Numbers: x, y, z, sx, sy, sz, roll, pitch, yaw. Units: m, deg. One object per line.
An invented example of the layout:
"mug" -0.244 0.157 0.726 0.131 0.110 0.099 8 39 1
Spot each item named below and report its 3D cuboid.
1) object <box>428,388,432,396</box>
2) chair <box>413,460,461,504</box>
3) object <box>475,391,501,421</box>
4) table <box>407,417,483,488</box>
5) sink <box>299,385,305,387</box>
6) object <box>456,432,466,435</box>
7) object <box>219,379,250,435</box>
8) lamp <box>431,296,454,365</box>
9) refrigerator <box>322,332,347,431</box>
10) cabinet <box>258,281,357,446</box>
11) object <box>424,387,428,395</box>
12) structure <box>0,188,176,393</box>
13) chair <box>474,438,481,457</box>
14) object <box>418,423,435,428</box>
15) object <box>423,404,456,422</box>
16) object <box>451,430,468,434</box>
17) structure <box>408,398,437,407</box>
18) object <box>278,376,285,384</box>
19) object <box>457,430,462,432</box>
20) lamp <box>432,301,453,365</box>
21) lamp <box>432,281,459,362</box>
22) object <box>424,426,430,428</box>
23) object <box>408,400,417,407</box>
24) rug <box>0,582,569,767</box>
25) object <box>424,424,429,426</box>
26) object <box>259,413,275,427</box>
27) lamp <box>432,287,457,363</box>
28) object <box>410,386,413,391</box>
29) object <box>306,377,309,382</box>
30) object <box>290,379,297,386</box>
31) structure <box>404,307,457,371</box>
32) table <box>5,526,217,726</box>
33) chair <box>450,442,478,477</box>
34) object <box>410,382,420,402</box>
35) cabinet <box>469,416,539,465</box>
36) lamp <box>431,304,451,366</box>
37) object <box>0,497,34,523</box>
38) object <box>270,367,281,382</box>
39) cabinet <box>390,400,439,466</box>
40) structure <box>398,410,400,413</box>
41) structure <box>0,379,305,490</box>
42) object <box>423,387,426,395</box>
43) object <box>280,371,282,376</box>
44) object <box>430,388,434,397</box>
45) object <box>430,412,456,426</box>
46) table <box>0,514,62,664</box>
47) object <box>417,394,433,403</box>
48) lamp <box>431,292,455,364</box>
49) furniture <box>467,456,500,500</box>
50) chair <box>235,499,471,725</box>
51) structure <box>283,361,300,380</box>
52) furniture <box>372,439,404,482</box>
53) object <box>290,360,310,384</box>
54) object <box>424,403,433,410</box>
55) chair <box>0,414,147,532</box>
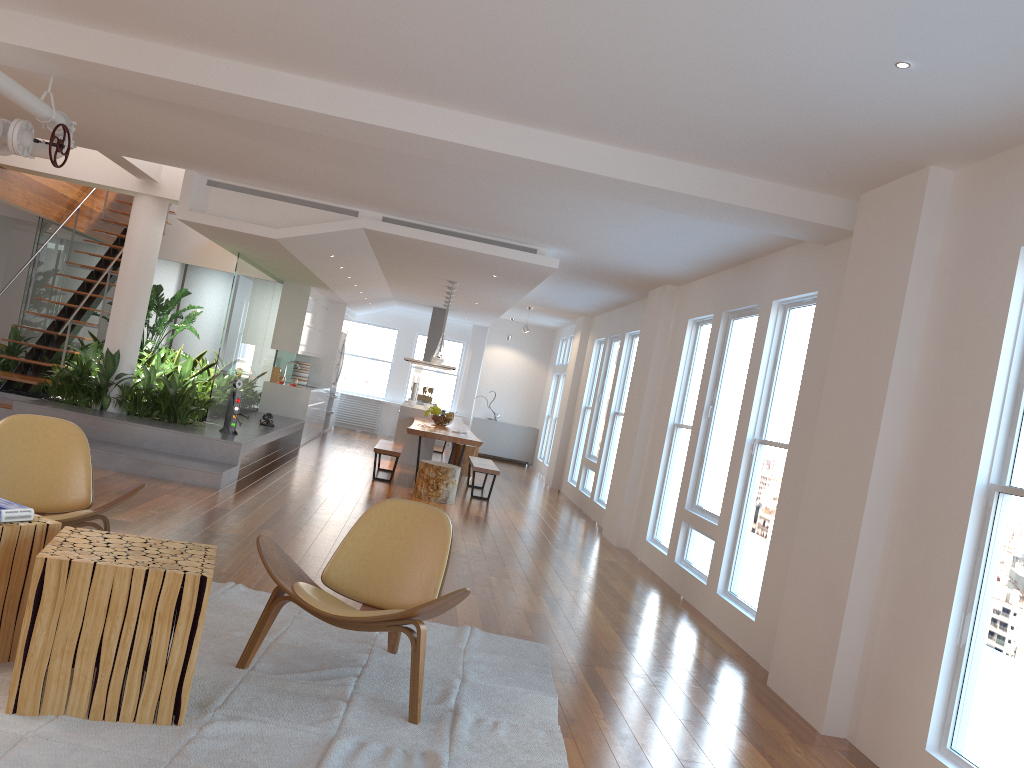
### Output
"object" -1.494 0.210 15.883 0.068 0.298 0.039 11 -1 -5
"chair" -0.830 1.083 9.829 0.460 0.400 0.460 11 -1 5
"object" -0.443 0.404 17.240 0.590 0.563 0.210 11 -1 -34
"table" -1.115 0.906 13.158 0.893 0.704 5.996 11 -1 -5
"sink" -3.321 0.135 13.902 0.449 0.192 0.666 11 -1 -5
"object" -0.638 0.611 11.047 0.158 0.017 0.019 11 -1 -10
"object" -2.777 0.237 9.007 0.318 0.565 0.134 11 -1 31
"lamp" -1.005 -0.821 13.023 0.160 1.060 0.160 11 -1 22
"refrigerator" -3.415 -0.088 15.675 0.725 1.772 0.908 11 -1 -5
"cabinet" -3.357 -0.303 14.932 0.676 2.280 4.565 11 -1 -5
"object" -1.556 0.197 15.875 0.057 0.299 0.019 11 -1 -5
"structure" -4.169 -1.661 11.072 2.552 4.265 4.591 11 -1 -5
"chair" -0.750 1.138 15.291 0.344 0.430 0.549 11 -1 -1
"object" -1.077 0.527 11.159 0.222 0.020 0.222 11 -1 35
"object" -0.978 0.428 12.161 0.394 0.284 0.292 12 -1 -41
"object" -0.661 0.608 11.151 0.222 0.020 0.222 11 -1 -13
"structure" -1.559 0.317 15.438 0.520 0.073 0.650 11 -1 -5
"object" -3.348 -0.057 12.906 0.094 0.106 0.094 11 -1 0
"object" -0.660 0.602 11.151 0.079 0.030 0.070 11 -1 38
"lamp" -1.074 -0.827 13.743 0.160 1.060 0.160 11 -1 22
"lamp" -0.801 -0.802 10.863 0.160 1.060 0.160 11 -1 22
"object" -1.079 0.529 11.024 0.149 0.014 0.044 11 -1 -7
"object" -1.530 0.299 13.557 0.152 0.082 0.152 11 -1 34
"rug" -1.484 1.065 3.126 3.525 0.057 3.478 11 -1 -1
"object" -1.076 0.521 11.159 0.070 0.030 0.079 12 -1 -42
"object" -2.962 0.423 10.716 0.216 0.155 0.181 12 -1 -41
"lamp" -0.869 -0.808 11.583 0.160 1.060 0.160 11 -1 22
"object" -1.747 0.176 15.874 0.199 0.259 0.016 11 -1 5
"object" -3.539 -0.112 14.852 0.265 0.196 0.284 11 -1 37
"object" -3.167 -0.021 12.876 0.094 0.106 0.094 11 -1 0
"structure" -1.298 -0.988 15.424 0.909 1.405 0.900 11 -1 -5
"table" -1.393 0.855 3.157 0.548 0.534 0.489 11 -1 -17
"chair" -0.742 1.111 13.067 0.396 0.455 0.402 11 -1 -15
"object" -1.629 0.154 14.970 0.120 0.356 0.172 11 -1 43
"cabinet" -0.196 1.110 17.313 1.309 0.725 0.420 11 -1 -5
"lamp" -1.142 -0.833 14.462 0.160 1.060 0.160 11 -1 22
"object" -1.959 0.448 3.184 0.279 0.048 0.334 11 -1 26
"object" -3.502 -0.139 13.163 0.104 0.222 0.200 11 -1 -5
"cabinet" -1.561 0.767 14.518 0.597 0.832 2.936 11 -1 -5
"structure" -1.681 0.727 15.418 0.649 0.735 0.890 11 -1 -5
"structure" -4.301 0.432 10.413 3.088 0.386 5.584 11 -1 -5
"object" -1.591 0.190 15.891 0.061 0.299 0.040 11 -1 -8
"object" -3.516 -0.114 13.411 0.100 0.170 0.173 11 -1 -4
"object" -1.459 0.217 15.905 0.057 0.294 0.030 11 -1 -5
"object" -0.964 0.495 12.149 0.360 0.159 0.360 12 -1 -42
"table" -2.095 0.719 3.238 0.548 0.534 0.489 11 -1 25
"object" -1.606 0.267 15.880 0.353 0.157 0.084 11 -1 -5
"lamp" -0.937 -0.814 12.303 0.160 1.060 0.160 11 -1 22
"furniture" -0.398 1.191 11.215 0.316 0.389 1.433 11 -1 -5
"chair" -0.570 0.911 3.722 0.856 0.752 0.867 11 -1 45
"structure" -3.476 -0.096 13.914 0.248 0.536 0.115 11 -1 -5
"furniture" -1.563 0.961 11.103 0.316 0.389 1.433 11 -1 -5
"object" -3.454 -0.184 14.472 0.267 0.356 0.266 11 -1 20
"object" -1.275 0.348 13.457 0.152 0.082 0.152 12 -1 -45
"chair" -2.250 0.587 4.282 0.856 0.752 0.867 11 -1 0
